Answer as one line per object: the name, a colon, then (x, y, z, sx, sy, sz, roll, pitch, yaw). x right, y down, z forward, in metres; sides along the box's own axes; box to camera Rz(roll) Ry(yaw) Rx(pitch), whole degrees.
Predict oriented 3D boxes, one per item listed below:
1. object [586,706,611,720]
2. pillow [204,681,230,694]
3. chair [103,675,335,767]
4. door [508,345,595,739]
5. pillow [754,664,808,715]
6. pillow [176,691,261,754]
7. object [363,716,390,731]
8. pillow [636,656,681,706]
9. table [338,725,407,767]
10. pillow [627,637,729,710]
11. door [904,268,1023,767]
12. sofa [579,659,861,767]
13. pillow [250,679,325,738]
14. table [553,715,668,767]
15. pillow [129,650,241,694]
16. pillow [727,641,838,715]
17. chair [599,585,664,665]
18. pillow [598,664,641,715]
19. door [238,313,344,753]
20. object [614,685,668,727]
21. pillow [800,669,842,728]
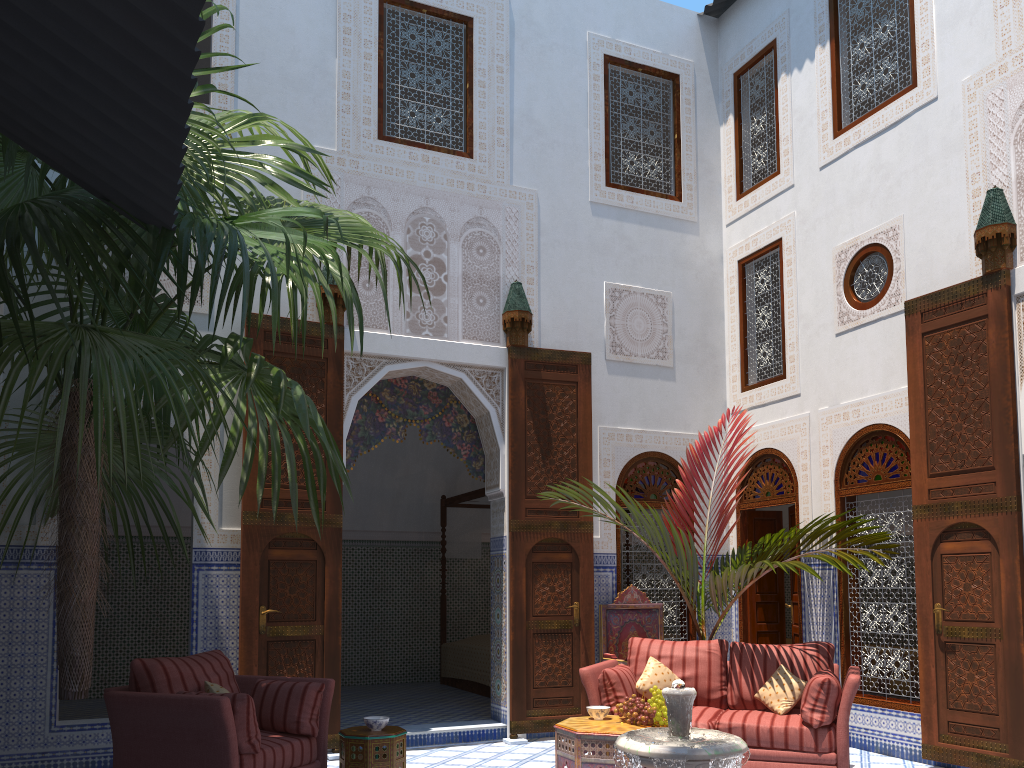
object: (0.421, 1.604, 4.268, 0.118, 0.056, 0.120, -3, -12, 13)
pillow: (-1.224, 1.393, 3.765, 0.263, 0.230, 0.168, -9, -11, 43)
chair: (-1.296, 1.585, 3.829, 0.728, 0.533, 0.827, -4, -11, 21)
door: (0.253, 1.011, 5.684, 0.584, 2.483, 0.125, 1, -5, -19)
pillow: (1.364, 1.547, 4.440, 0.146, 0.232, 0.271, 2, -10, -22)
pillow: (-1.198, 1.377, 3.561, 0.381, 0.249, 0.190, -5, -9, 22)
object: (-0.613, 1.537, 3.961, 0.118, 0.056, 0.120, -3, -12, 13)
pillow: (0.777, 1.579, 4.625, 0.304, 0.270, 0.135, 4, -7, -23)
table: (-0.629, 1.728, 3.958, 0.290, 0.319, 0.294, 3, -9, -24)
pillow: (0.906, 1.604, 4.847, 0.583, 0.386, 0.296, -4, -9, 21)
door: (2.329, 0.724, 4.495, 0.124, 2.483, 0.589, 2, -5, -28)
sofa: (1.104, 1.751, 4.592, 1.365, 0.533, 0.745, -5, -11, 21)
pillow: (-1.039, 1.471, 3.984, 0.397, 0.240, 0.190, -5, -9, 22)
table: (0.486, 1.760, 4.120, 0.539, 0.318, 0.548, 4, -12, -23)
pillow: (-1.433, 1.391, 3.902, 0.302, 0.373, 0.592, -3, -11, 21)
pillow: (1.433, 1.553, 4.649, 0.562, 0.369, 0.325, -4, -9, 21)
chair: (0.901, 1.832, 5.646, 0.486, 1.066, 0.510, 2, -7, -24)
pillow: (0.569, 1.612, 4.605, 0.188, 0.249, 0.387, -3, -11, 22)
door: (-1.253, 0.864, 5.022, 0.585, 2.483, 0.125, 2, -5, -29)
object: (0.634, 1.537, 4.120, 0.219, 0.236, 0.309, 8, -13, -42)
pillow: (1.502, 1.521, 4.250, 0.188, 0.239, 0.403, -3, -11, 22)
